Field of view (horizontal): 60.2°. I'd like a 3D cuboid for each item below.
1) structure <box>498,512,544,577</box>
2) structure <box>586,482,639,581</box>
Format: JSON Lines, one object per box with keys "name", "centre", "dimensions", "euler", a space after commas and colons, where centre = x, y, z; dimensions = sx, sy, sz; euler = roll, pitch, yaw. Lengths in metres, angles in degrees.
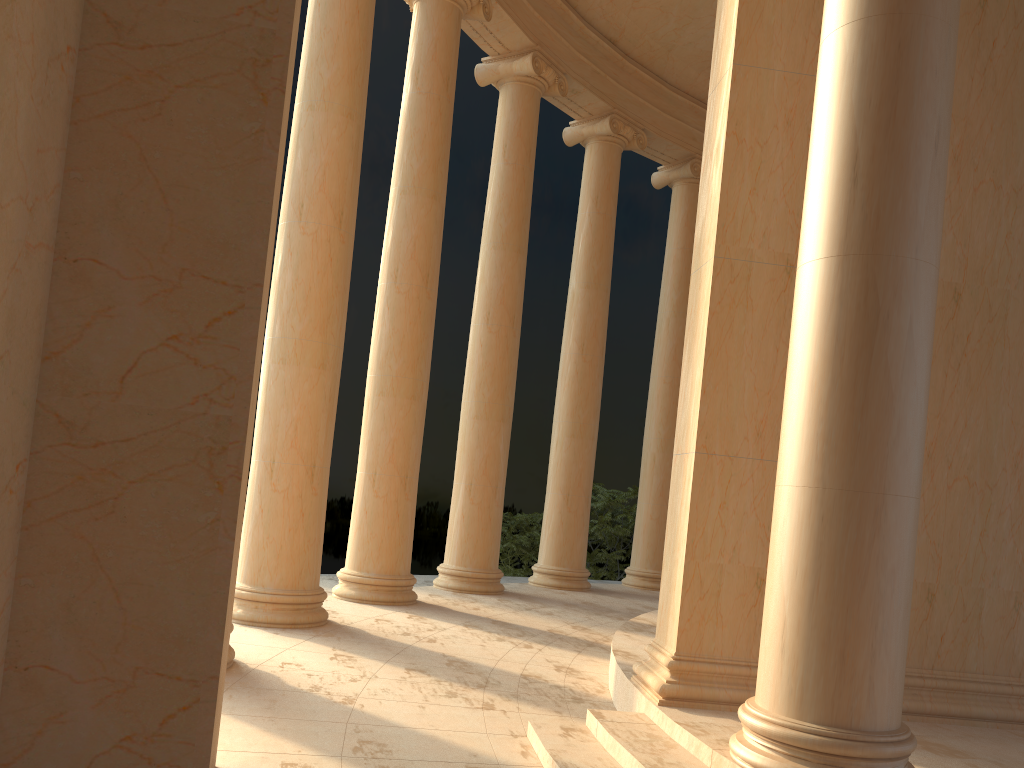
{"name": "structure", "centre": [-3.439, 310.072, 1518.326], "dimensions": [149.064, 187.733, 156.439], "euler": [5, -4, 7]}
{"name": "structure", "centre": [183.495, 327.308, 1608.552], "dimensions": [247.266, 298.547, 238.455], "euler": [6, -4, -3]}
